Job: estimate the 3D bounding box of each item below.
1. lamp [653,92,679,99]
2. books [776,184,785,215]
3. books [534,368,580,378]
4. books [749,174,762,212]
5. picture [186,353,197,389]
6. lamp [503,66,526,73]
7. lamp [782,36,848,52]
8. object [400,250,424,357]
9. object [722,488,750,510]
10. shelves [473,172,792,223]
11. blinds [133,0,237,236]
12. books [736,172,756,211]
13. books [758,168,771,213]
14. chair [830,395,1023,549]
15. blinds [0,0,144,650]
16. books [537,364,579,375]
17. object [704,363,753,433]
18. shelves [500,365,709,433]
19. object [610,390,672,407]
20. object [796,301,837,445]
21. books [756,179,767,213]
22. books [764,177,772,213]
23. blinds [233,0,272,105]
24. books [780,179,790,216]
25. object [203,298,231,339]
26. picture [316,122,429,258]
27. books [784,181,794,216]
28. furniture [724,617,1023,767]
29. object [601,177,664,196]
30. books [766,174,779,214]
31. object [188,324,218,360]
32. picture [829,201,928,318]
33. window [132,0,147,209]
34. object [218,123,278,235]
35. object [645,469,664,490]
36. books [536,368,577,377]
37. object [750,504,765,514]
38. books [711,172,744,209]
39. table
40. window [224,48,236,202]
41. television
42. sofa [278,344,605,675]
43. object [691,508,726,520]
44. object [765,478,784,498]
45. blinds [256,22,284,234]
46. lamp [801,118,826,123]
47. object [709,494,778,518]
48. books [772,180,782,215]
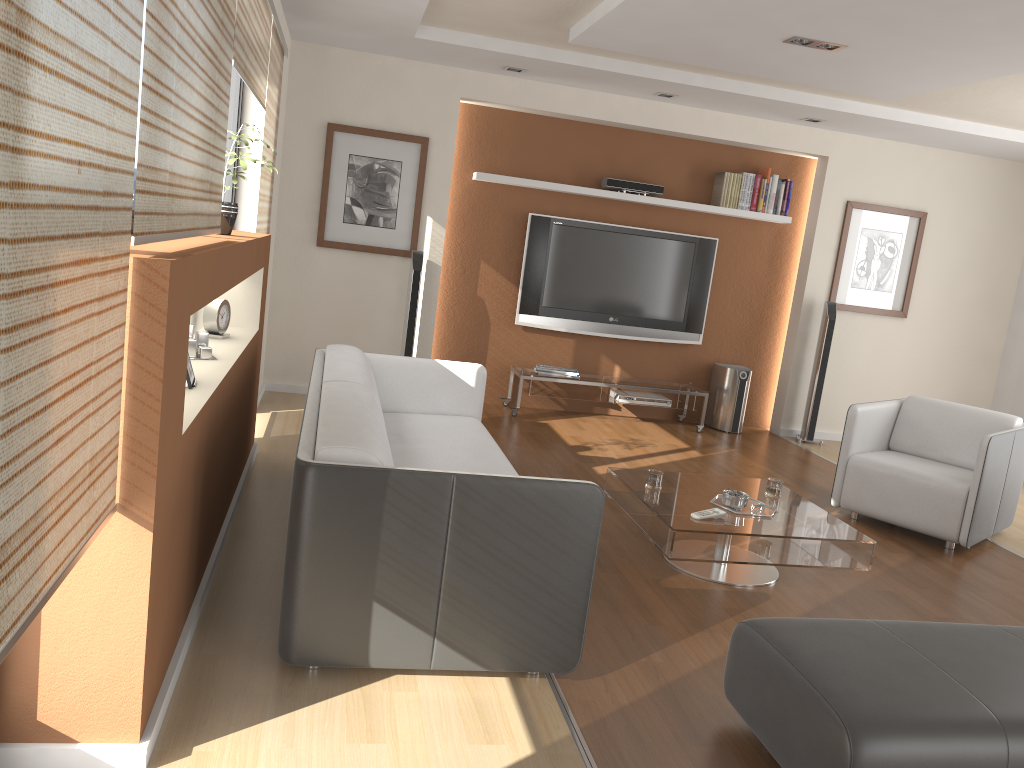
[{"bbox_3d":[1.129,-2.150,6.477,0.146,0.087,0.146,5,9,-12],"label":"lamp"},{"bbox_3d":[2.169,-1.509,7.276,0.028,0.248,0.169,5,9,-12],"label":"books"},{"bbox_3d":[0.356,-0.092,7.029,0.326,0.017,0.228,6,9,-9],"label":"books"},{"bbox_3d":[1.955,-1.551,7.226,0.053,0.293,0.169,5,9,-12],"label":"books"},{"bbox_3d":[-1.099,-0.107,2.909,0.133,0.216,0.159,5,10,-17],"label":"picture"},{"bbox_3d":[0.023,-2.254,6.243,0.146,0.087,0.146,5,9,-12],"label":"lamp"},{"bbox_3d":[1.551,-1.774,4.519,0.291,0.087,0.146,5,9,-12],"label":"lamp"},{"bbox_3d":[-0.764,-0.403,6.585,0.228,1.165,0.215,5,10,-17],"label":"object"},{"bbox_3d":[0.986,0.507,3.914,0.118,0.079,0.117,7,9,-5],"label":"object"},{"bbox_3d":[0.987,-1.472,7.051,2.612,0.050,0.200,5,9,-12],"label":"shelves"},{"bbox_3d":[-0.882,-0.948,2.510,0.001,1.044,1.432,5,9,-12],"label":"blinds"},{"bbox_3d":[1.876,-1.560,7.213,0.104,0.295,0.146,5,9,-12],"label":"books"},{"bbox_3d":[2.038,-1.575,7.238,0.028,0.358,0.169,5,9,-12],"label":"books"},{"bbox_3d":[2.457,0.480,5.168,0.767,0.706,0.919,16,13,42],"label":"chair"},{"bbox_3d":[-0.690,-0.435,1.373,0.001,1.635,0.980,5,9,-12],"label":"blinds"},{"bbox_3d":[0.359,-0.117,7.025,0.326,0.017,0.228,7,9,0],"label":"books"},{"bbox_3d":[1.830,0.116,7.411,0.286,0.518,0.323,5,9,-12],"label":"object"},{"bbox_3d":[0.740,0.119,7.154,1.617,0.340,0.444,5,9,-12],"label":"shelves"},{"bbox_3d":[1.041,0.114,7.185,0.435,0.052,0.274,5,9,-12],"label":"object"},{"bbox_3d":[2.515,-0.093,7.279,0.228,1.165,0.215,6,9,-7],"label":"object"},{"bbox_3d":[2.001,-1.532,7.230,0.041,0.266,0.186,5,9,-12],"label":"books"},{"bbox_3d":[2.058,-1.542,7.249,0.022,0.293,0.167,5,9,-12],"label":"books"},{"bbox_3d":[-1.114,-1.507,3.856,0.001,0.441,1.432,5,9,-12],"label":"blinds"},{"bbox_3d":[2.205,-1.528,7.279,0.041,0.293,0.169,5,9,-12],"label":"books"},{"bbox_3d":[-1.339,-0.300,4.025,0.096,0.176,0.160,8,9,3],"label":"object"},{"bbox_3d":[-1.020,-1.407,6.499,0.734,0.884,0.025,5,9,-12],"label":"picture"},{"bbox_3d":[2.239,-1.521,7.287,0.029,0.286,0.169,5,9,-12],"label":"books"},{"bbox_3d":[1.340,0.924,2.523,1.291,0.301,0.685,5,9,-12],"label":"furniture"},{"bbox_3d":[0.955,-1.553,7.025,0.470,0.109,0.182,5,9,-12],"label":"object"},{"bbox_3d":[2.096,-1.547,7.249,0.050,0.313,0.179,5,9,-12],"label":"books"},{"bbox_3d":[-1.235,-0.172,3.466,0.141,0.131,0.141,1,11,-34],"label":"object"},{"bbox_3d":[3.032,-1.024,7.357,0.734,0.884,0.025,5,9,-12],"label":"picture"},{"bbox_3d":[-1.284,-1.098,3.155,0.010,0.986,2.817,5,9,-12],"label":"window"},{"bbox_3d":[-1.181,-0.871,3.773,0.342,0.477,0.268,4,10,-22],"label":"object"},{"bbox_3d":[0.657,0.439,4.089,0.079,0.077,0.079,3,10,-23],"label":"object"},{"bbox_3d":[0.358,-0.105,7.027,0.326,0.017,0.228,8,9,5],"label":"books"},{"bbox_3d":[1.095,0.542,3.924,0.051,0.035,0.147,13,11,29],"label":"object"},{"bbox_3d":[1.742,-1.562,7.184,0.167,0.275,0.195,5,9,-12],"label":"books"},{"bbox_3d":[0.974,0.679,4.050,0.900,0.300,0.900,5,9,-12],"label":"table"},{"bbox_3d":[-1.722,-0.889,5.129,0.010,2.162,0.889,5,9,-12],"label":"window"},{"bbox_3d":[0.850,-0.828,7.195,1.594,0.900,0.097,5,9,-12],"label":"television"},{"bbox_3d":[-0.404,0.333,3.668,0.919,0.661,2.238,5,9,-12],"label":"sofa"},{"bbox_3d":[0.821,0.545,3.719,0.158,0.029,0.064,2,11,-30],"label":"object"},{"bbox_3d":[1.248,0.494,4.221,0.079,0.077,0.079,3,10,-23],"label":"object"},{"bbox_3d":[-1.455,-0.870,5.182,0.001,2.200,0.980,5,9,-12],"label":"blinds"},{"bbox_3d":[2.292,-2.040,6.723,0.146,0.087,0.146,5,9,-12],"label":"lamp"},{"bbox_3d":[1.033,0.543,3.955,0.315,0.011,0.273,7,9,-5],"label":"object"},{"bbox_3d":[2.136,-1.528,7.272,0.041,0.278,0.157,5,9,-12],"label":"books"}]
